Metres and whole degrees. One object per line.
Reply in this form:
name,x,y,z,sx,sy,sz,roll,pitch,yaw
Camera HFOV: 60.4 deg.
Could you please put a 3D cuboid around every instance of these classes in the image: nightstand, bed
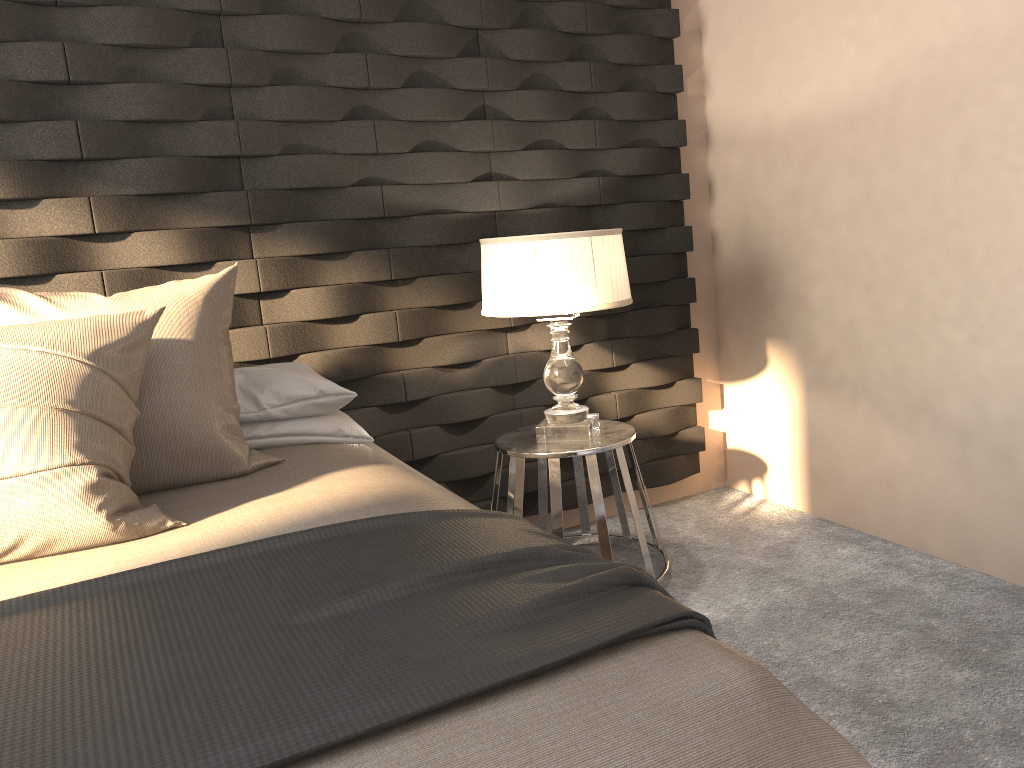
nightstand,0.186,0.394,2.821,0.610,0.472,0.632,-3,9,11
bed,-0.824,0.629,1.388,2.395,0.624,2.192,-9,10,-27

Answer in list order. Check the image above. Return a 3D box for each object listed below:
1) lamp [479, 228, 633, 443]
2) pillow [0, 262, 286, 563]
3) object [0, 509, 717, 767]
lamp,0.149,-0.147,2.723,0.447,0.631,0.484,-1,10,25
pillow,-1.078,0.046,1.612,1.313,0.518,0.861,-9,10,-26
object,-0.650,0.503,0.972,2.147,0.322,0.590,-10,10,-29
